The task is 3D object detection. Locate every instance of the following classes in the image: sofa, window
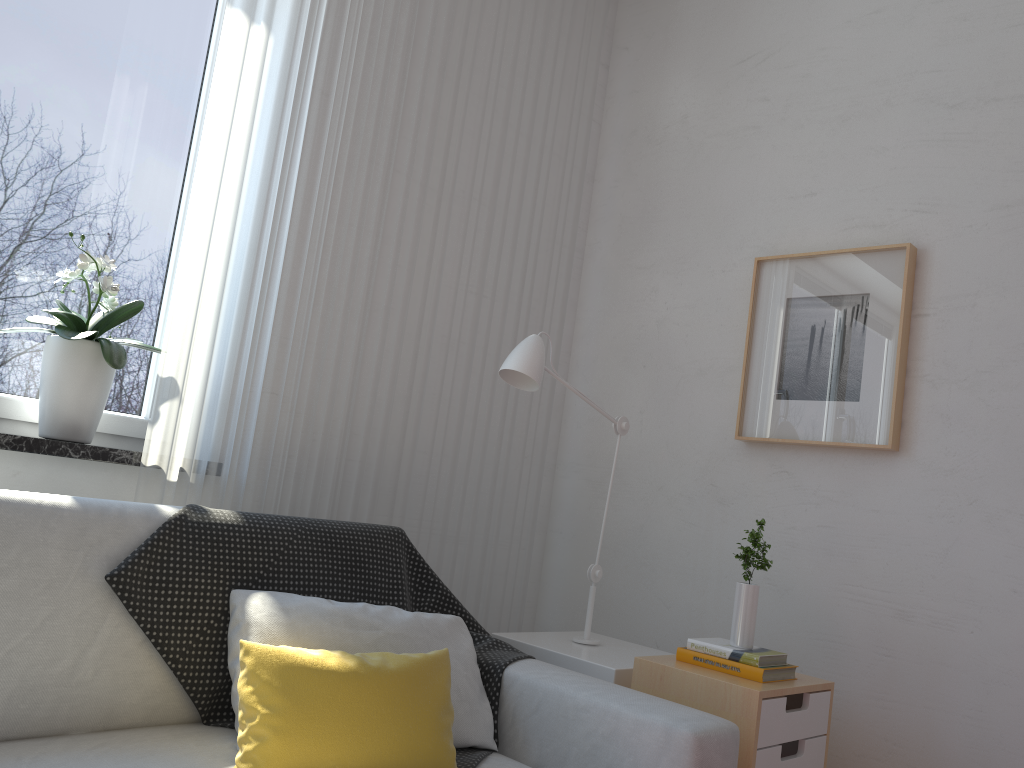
[{"bbox_3d":[-0.769,0.568,1.099,1.003,0.841,2.467,1,-10,44],"label":"sofa"},{"bbox_3d":[-1.769,-0.843,1.246,0.151,1.507,3.027,2,-9,44],"label":"window"}]

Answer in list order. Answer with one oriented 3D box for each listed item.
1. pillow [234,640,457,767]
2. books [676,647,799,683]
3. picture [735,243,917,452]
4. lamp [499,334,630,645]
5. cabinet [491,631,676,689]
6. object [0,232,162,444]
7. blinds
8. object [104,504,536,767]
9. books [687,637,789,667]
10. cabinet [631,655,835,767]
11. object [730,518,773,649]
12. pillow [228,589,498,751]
[{"bbox_3d":[-0.273,0.549,1.507,0.402,0.194,0.211,12,-8,-28],"label":"pillow"},{"bbox_3d":[0.498,0.619,1.966,0.210,0.028,0.164,1,-10,44],"label":"books"},{"bbox_3d":[0.828,-0.096,2.367,0.431,0.523,0.050,2,-9,44],"label":"picture"},{"bbox_3d":[-0.420,0.247,0.210,0.332,1.344,4.603,6,-7,14],"label":"lamp"},{"bbox_3d":[0.185,0.975,2.255,0.400,0.599,0.401,2,-9,44],"label":"cabinet"},{"bbox_3d":[-0.984,-0.095,1.988,0.340,0.443,0.287,4,-8,32],"label":"object"},{"bbox_3d":[-0.272,-0.237,2.415,0.055,2.881,1.295,2,-9,44],"label":"blinds"},{"bbox_3d":[-0.326,0.628,1.890,0.676,0.647,0.981,6,-7,14],"label":"object"},{"bbox_3d":[0.499,0.592,1.964,0.175,0.024,0.136,1,-10,44],"label":"books"},{"bbox_3d":[0.451,0.949,1.931,0.301,0.642,0.350,2,-9,44],"label":"cabinet"},{"bbox_3d":[0.531,0.440,1.970,0.082,0.287,0.085,13,-8,-39],"label":"object"},{"bbox_3d":[-0.279,0.559,1.719,0.533,0.259,0.301,12,-8,-32],"label":"pillow"}]
